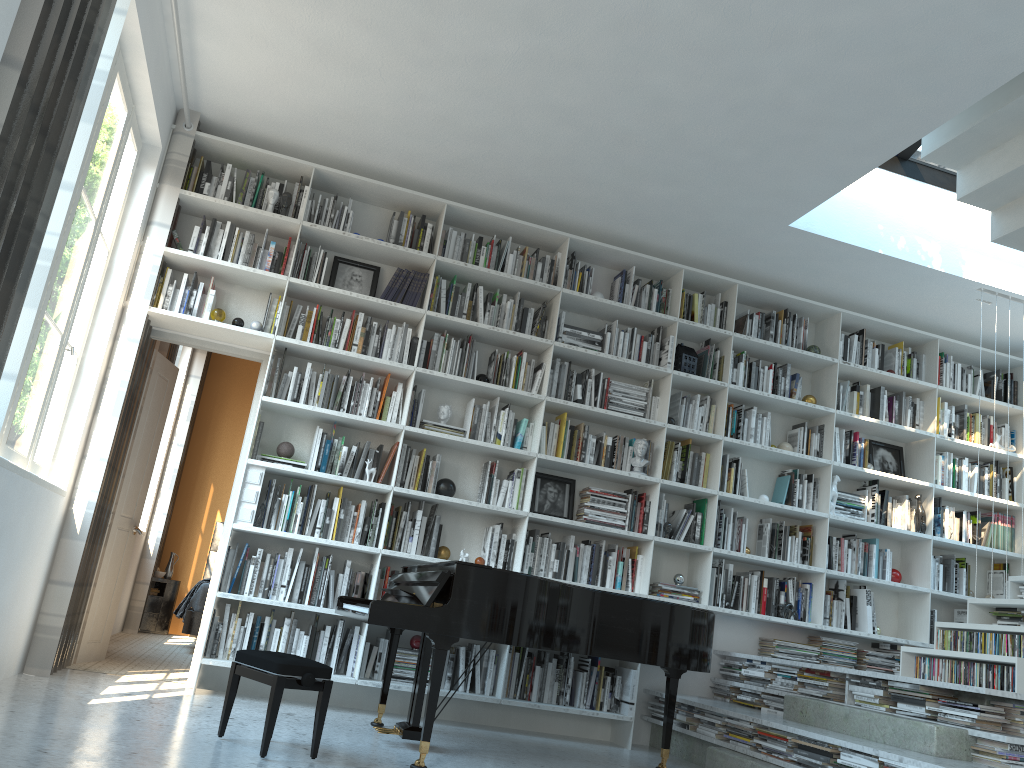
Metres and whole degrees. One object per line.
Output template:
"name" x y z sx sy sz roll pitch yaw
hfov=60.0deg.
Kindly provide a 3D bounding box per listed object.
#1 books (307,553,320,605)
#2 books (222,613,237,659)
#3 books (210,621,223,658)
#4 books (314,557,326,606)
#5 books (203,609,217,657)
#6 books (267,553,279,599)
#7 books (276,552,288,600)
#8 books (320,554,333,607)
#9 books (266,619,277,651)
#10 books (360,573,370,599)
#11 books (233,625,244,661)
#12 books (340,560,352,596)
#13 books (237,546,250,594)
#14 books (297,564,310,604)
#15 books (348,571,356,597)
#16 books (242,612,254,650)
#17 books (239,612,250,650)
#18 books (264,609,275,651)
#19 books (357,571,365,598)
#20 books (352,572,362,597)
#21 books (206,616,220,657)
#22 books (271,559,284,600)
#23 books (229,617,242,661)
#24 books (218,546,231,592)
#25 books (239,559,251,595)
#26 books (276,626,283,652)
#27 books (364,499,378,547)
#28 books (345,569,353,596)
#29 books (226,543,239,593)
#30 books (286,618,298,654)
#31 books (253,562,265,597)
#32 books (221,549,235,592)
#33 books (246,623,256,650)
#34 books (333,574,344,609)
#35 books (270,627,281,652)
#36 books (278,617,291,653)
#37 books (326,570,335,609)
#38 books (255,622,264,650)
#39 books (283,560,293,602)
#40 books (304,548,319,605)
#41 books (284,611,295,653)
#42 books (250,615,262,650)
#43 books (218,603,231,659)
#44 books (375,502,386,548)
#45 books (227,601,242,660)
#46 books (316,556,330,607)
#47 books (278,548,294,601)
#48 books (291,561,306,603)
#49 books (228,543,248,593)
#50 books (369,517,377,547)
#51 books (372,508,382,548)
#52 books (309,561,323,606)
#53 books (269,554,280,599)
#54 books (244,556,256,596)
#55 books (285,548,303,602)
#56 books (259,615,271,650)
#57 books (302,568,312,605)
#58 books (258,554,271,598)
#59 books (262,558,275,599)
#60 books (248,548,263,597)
"books" -1.157 1.132 5.140 0.012 0.294 0.176 13 -15 -14
"books" -1.580 1.408 4.964 0.024 0.246 0.143 13 -15 -14
"books" -1.638 1.417 4.921 0.029 0.190 0.177 13 -15 -14
"books" -1.124 1.150 5.168 0.013 0.283 0.139 13 -15 -14
"books" -1.682 1.383 4.944 0.012 0.253 0.161 13 -15 -14
"books" -1.372 1.100 5.074 0.013 0.256 0.190 13 -15 -14
"books" -1.330 1.108 5.114 0.013 0.273 0.146 13 -15 -14
"books" -1.085 1.146 5.163 0.013 0.300 0.173 13 -15 -14
"books" -1.373 1.457 5.024 0.022 0.246 0.135 13 -15 -14
"books" -0.879 1.229 5.213 0.030 0.230 0.151 13 -15 -14
"books" -1.531 1.449 4.969 0.022 0.185 0.145 13 -15 -14
"books" -0.988 1.178 5.198 0.025 0.287 0.131 13 -15 -14
"books" -1.530 1.061 5.057 0.010 0.273 0.150 13 -15 -14
"books" -1.210 1.158 5.132 0.028 0.224 0.134 13 -15 -14
"books" -0.958 1.217 5.208 0.030 0.226 0.140 13 -15 -14
"books" -1.488 1.416 4.975 0.023 0.265 0.177 13 -15 -14
"books" -1.504 1.412 4.965 0.013 0.261 0.174 13 -15 -14
"books" -1.380 1.423 5.007 0.013 0.299 0.184 13 -15 -14
"books" -0.908 1.222 5.216 0.026 0.235 0.141 13 -15 -14
"books" -0.921 1.213 5.175 0.023 0.227 0.190 13 -15 -14
"books" -1.668 1.405 4.943 0.023 0.215 0.159 13 -15 -14
"books" -1.348 1.121 5.086 0.028 0.228 0.158 13 -15 -14
"books" -1.547 1.423 4.962 0.022 0.225 0.155 13 -15 -14
"books" -1.629 1.049 5.031 0.012 0.253 0.161 13 -15 -14
"books" -1.519 1.101 5.052 0.024 0.197 0.148 13 -15 -14
"books" -1.332 1.485 5.036 0.014 0.210 0.146 13 -15 -14
"books" -0.845 0.836 5.289 0.014 0.285 0.180 13 -15 -14
"books" -0.967 1.199 5.172 0.011 0.239 0.175 13 -15 -14
"books" -1.581 1.040 5.015 0.011 0.276 0.189 13 -15 -14
"books" -1.260 1.467 5.034 0.025 0.265 0.160 13 -15 -14
"books" -1.448 1.118 5.076 0.025 0.199 0.137 13 -15 -14
"books" -1.607 1.057 5.021 0.029 0.238 0.154 13 -15 -14
"books" -1.476 1.452 4.988 0.022 0.205 0.159 13 -15 -14
"books" -1.023 1.214 5.189 0.030 0.202 0.142 13 -15 -14
"books" -1.345 1.479 5.002 0.030 0.201 0.168 13 -15 -14
"books" -1.299 1.458 5.024 0.031 0.265 0.187 13 -15 -14
"books" -1.058 1.195 5.163 0.059 0.215 0.177 13 -15 -14
"books" -1.431 1.453 4.995 0.022 0.220 0.163 13 -15 -14
"books" -1.295 1.136 5.114 0.012 0.232 0.149 13 -15 -14
"books" -1.164 1.113 5.133 0.014 0.324 0.171 13 -15 -14
"books" -1.281 1.449 5.052 0.014 0.303 0.139 13 -15 -14
"books" -1.452 1.436 5.003 0.022 0.251 0.140 13 -15 -14
"books" -1.607 1.377 4.956 0.045 0.293 0.181 13 -15 -14
"books" -0.804 0.856 5.328 0.024 0.279 0.136 13 -15 -14
"books" -1.557 1.377 4.975 0.011 0.317 0.158 13 -15 -14
"books" -1.104 1.148 5.162 0.022 0.290 0.138 13 -15 -14
"books" -1.307 1.099 5.116 0.027 0.298 0.142 13 -15 -14
"books" -1.238 1.146 5.131 0.031 0.238 0.132 13 -15 -14
"books" -1.553 1.046 5.032 0.052 0.283 0.172 13 -15 -14
"books" -0.844 0.894 5.312 0.023 0.186 0.130 13 -15 -14
"books" -0.817 0.867 5.298 0.010 0.239 0.175 13 -15 -14
"books" -1.146 1.159 5.157 0.029 0.254 0.153 13 -15 -14
"books" -1.360 1.103 5.072 0.010 0.252 0.178 13 -15 -14
"books" -1.489 1.091 5.040 0.022 0.220 0.188 13 -15 -14
"books" -1.259 1.101 5.111 0.039 0.306 0.172 13 -15 -14
"books" -1.407 1.443 5.010 0.027 0.256 0.160 13 -15 -14
"books" -1.192 1.170 5.135 0.013 0.208 0.155 13 -15 -14
"books" -1.424 1.101 5.092 0.022 0.247 0.134 13 -15 -14
"books" -1.393 1.111 5.063 0.028 0.222 0.189 13 -15 -14
"books" -1.463 1.076 5.058 0.029 0.265 0.172 13 -15 -14
